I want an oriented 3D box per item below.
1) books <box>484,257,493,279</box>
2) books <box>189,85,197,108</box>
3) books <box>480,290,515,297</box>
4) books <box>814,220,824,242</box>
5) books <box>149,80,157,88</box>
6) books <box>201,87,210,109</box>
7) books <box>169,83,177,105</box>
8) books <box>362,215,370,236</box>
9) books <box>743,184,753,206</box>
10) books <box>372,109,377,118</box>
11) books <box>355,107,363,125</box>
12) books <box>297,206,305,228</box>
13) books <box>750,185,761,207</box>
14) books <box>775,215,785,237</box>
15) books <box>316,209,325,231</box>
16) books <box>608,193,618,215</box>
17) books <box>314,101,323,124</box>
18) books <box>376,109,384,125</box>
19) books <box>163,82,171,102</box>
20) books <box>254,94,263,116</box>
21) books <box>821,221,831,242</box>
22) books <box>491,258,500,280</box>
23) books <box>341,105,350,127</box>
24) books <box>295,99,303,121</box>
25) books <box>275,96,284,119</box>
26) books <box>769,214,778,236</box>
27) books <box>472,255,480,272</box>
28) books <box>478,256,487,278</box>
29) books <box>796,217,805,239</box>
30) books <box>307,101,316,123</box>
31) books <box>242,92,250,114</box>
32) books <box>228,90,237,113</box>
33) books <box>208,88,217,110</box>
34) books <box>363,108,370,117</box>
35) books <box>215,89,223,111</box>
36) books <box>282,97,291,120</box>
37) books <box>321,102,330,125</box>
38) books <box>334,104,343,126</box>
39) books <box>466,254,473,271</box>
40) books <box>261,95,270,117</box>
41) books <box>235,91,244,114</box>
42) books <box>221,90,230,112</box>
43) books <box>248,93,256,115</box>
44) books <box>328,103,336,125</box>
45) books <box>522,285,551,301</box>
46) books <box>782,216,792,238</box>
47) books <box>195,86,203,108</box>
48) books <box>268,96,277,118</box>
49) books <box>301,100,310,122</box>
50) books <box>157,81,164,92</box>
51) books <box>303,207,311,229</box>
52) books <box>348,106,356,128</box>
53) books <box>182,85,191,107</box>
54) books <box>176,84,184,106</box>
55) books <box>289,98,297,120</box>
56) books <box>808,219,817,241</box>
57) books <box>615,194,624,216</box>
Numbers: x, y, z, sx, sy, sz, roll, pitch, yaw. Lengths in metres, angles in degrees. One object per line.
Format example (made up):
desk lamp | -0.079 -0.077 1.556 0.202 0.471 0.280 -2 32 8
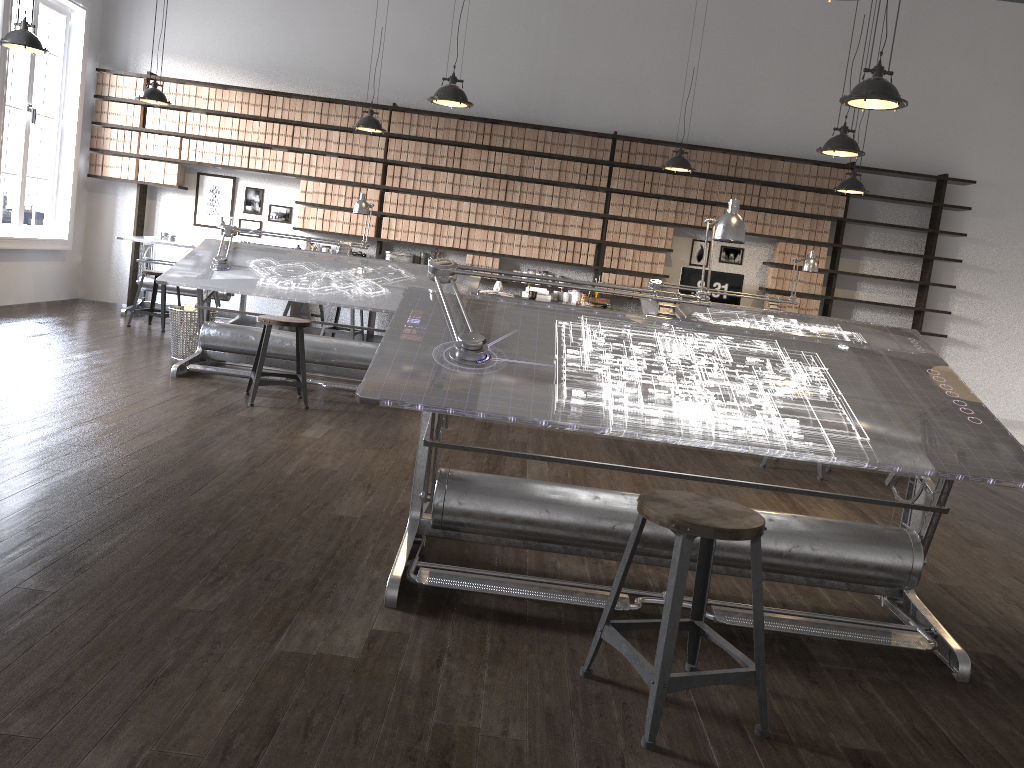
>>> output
books | -0.245 -1.234 9.395 0.067 0.224 0.175 7 7 0
books | -3.315 -2.997 9.281 0.067 0.224 0.175 7 7 0
books | -0.147 -0.915 8.922 0.354 0.029 0.257 7 8 0
books | 3.203 -1.608 9.305 0.067 0.224 0.175 7 7 0
books | -3.741 -3.054 9.290 0.067 0.224 0.175 7 7 0
books | -3.186 -2.981 9.284 0.067 0.224 0.175 7 7 0
books | -3.522 -3.025 9.284 0.067 0.224 0.175 7 7 0
books | -1.534 -1.676 9.381 0.067 0.224 0.175 7 7 0
books | 2.460 -1.972 9.285 0.067 0.224 0.175 7 7 0
books | -1.451 -2.757 9.279 0.067 0.224 0.175 7 7 0
books | -1.594 -2.775 9.277 0.067 0.224 0.175 7 7 0
books | -2.214 -1.763 9.378 0.067 0.224 0.175 7 7 0
books | 2.534 -1.962 9.279 0.067 0.224 0.175 7 7 0
books | 2.796 -1.660 9.307 0.067 0.224 0.175 7 7 0
books | -2.013 -1.737 9.378 0.067 0.224 0.175 7 7 0
books | 1.061 -1.885 9.314 0.067 0.224 0.175 7 7 0
books | -2.009 -2.828 9.276 0.067 0.224 0.175 7 7 0
books | -1.382 -2.747 9.275 0.067 0.224 0.175 7 7 0
books | -3.593 -3.035 9.289 0.067 0.224 0.175 7 7 0
books | -2.635 -2.910 9.284 0.067 0.224 0.175 7 7 0
books | 3.273 -1.598 9.301 0.067 0.224 0.175 7 7 0
books | -0.175 -1.226 9.400 0.067 0.224 0.175 7 7 0
books | -1.729 -2.792 9.273 0.067 0.224 0.175 7 7 0
books | -2.209 -2.854 9.276 0.067 0.224 0.175 7 7 0
books | -2.417 -2.881 9.278 0.067 0.224 0.175 7 7 0
books | 2.727 -1.669 9.309 0.067 0.224 0.175 7 7 0
books | -0.386 -1.253 9.400 0.067 0.224 0.175 7 7 0
books | -0.315 -1.244 9.400 0.067 0.224 0.175 7 7 0
books | 3.000 -1.634 9.305 0.067 0.224 0.175 7 7 0
books | -2.081 -2.838 9.278 0.067 0.224 0.175 7 7 0
books | -2.763 -2.926 9.278 0.067 0.224 0.175 7 7 0
books | -2.906 -2.945 9.282 0.067 0.224 0.175 7 7 0
books | -3.114 -2.972 9.281 0.067 0.224 0.175 7 7 0
books | -1.520 -2.766 9.277 0.067 0.224 0.175 7 7 0
books | -3.045 -2.963 9.285 0.067 0.224 0.175 7 7 0
books | -2.346 -2.873 9.282 0.067 0.224 0.175 7 7 0
books | -1.939 -2.820 9.279 0.067 0.224 0.175 7 7 0
books | -1.801 -2.802 9.277 0.067 0.224 0.175 7 7 0
books | -0.453 -1.261 9.395 0.067 0.224 0.175 7 7 0
books | -2.562 -2.900 9.278 0.067 0.224 0.175 7 7 0
books | -2.834 -2.935 9.278 0.067 0.224 0.175 7 7 0
books | -2.975 -2.955 9.286 0.067 0.224 0.175 7 7 0
books | -2.700 -2.918 9.282 0.067 0.224 0.175 7 7 0
books | -1.870 -2.811 9.281 0.067 0.224 0.175 7 7 0
books | 0.257 -0.944 9.092 0.294 0.147 0.387 7 8 0
books | 2.866 -1.651 9.302 0.067 0.224 0.175 7 7 0
books | -3.249 -2.990 9.286 0.067 0.224 0.175 7 7 0
books | -2.487 -2.891 9.283 0.067 0.224 0.175 7 7 0
books | -2.143 -2.846 9.280 0.067 0.224 0.175 7 7 0
books | -3.667 -3.043 9.284 0.067 0.224 0.175 7 7 0
books | -2.148 -1.755 9.382 0.067 0.224 0.175 7 7 0
books | -1.657 -2.782 9.272 0.067 0.224 0.175 7 7 0
books | -3.382 -3.007 9.287 0.067 0.224 0.175 7 7 0
books | -3.452 -3.016 9.288 0.067 0.224 0.175 7 7 0
books | -2.276 -2.864 9.282 0.067 0.224 0.175 7 7 0
books | 3.133 -1.617 9.306 0.067 0.224 0.175 7 7 0
books | 1.124 -1.876 9.310 0.067 0.224 0.175 7 7 0
